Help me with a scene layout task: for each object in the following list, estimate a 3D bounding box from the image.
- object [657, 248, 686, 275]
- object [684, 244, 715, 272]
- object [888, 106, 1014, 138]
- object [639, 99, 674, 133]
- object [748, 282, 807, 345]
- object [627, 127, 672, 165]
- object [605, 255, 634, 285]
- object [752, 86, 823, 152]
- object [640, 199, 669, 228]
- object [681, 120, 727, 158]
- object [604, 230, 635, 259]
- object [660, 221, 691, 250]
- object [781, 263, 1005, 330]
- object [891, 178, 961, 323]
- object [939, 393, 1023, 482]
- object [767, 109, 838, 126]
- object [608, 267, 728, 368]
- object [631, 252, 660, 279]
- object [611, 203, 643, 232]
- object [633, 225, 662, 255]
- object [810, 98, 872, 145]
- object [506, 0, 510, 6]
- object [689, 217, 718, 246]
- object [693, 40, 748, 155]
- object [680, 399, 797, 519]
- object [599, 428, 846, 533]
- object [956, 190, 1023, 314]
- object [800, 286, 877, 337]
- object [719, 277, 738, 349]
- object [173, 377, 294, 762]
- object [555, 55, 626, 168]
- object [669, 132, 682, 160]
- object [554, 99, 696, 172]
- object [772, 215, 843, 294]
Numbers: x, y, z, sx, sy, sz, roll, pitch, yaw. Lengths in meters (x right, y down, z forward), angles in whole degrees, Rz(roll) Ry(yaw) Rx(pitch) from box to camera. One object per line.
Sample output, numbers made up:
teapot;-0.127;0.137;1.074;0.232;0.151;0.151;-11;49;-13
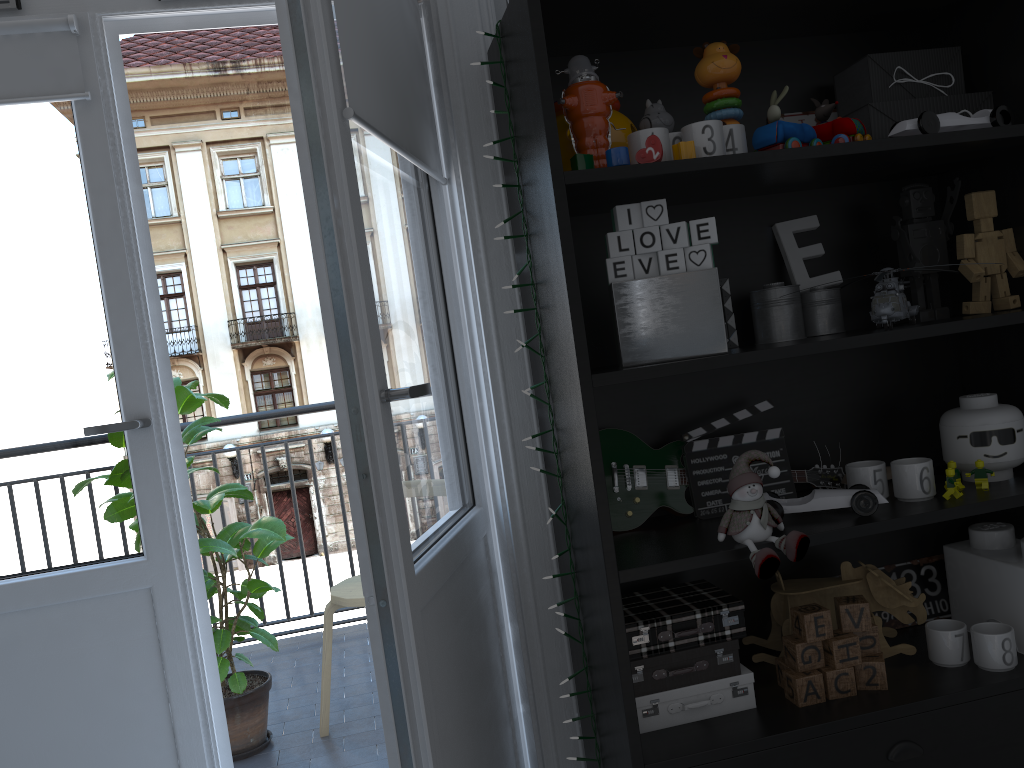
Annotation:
object;0.255;-0.195;1.426;0.040;0.040;0.040;-8;2;5
object;0.301;-0.201;1.422;0.040;0.040;0.040;-7;2;20
object;0.746;-0.441;1.516;0.230;0.048;0.098;-9;2;-20
object;0.265;-0.433;1.599;0.063;0.160;0.063;-9;3;-32
object;0.499;-0.135;1.670;0.095;0.110;0.095;-8;2;-6
object;0.225;-0.375;1.443;0.067;0.067;0.067;-8;2;-9
object;0.173;-0.183;1.433;0.040;0.040;0.040;-8;2;5
object;0.466;-0.441;1.512;0.121;0.126;0.087;-9;3;-33
object;0.226;-0.272;1.424;0.040;0.040;0.040;-8;2;0
object;0.313;-0.388;1.444;0.067;0.067;0.067;-8;2;-9
object;0.173;-0.224;1.430;0.040;0.040;0.040;-8;2;0
object;0.263;-0.236;1.423;0.040;0.040;0.040;-7;2;20
object;0.668;-0.153;1.583;0.367;0.106;0.349;-8;2;-9
object;0.779;-0.248;1.654;0.117;0.259;0.081;-8;2;-10
object;0.868;0.100;1.634;0.139;0.162;0.139;-10;3;-35
object;0.679;-0.485;1.752;0.347;0.132;0.037;-8;2;-10
object;0.254;-0.107;1.467;0.170;0.138;0.124;-8;2;5
object;0.212;-0.189;1.437;0.040;0.040;0.040;-8;2;-5
object;0.185;-0.266;1.427;0.040;0.040;0.040;-8;2;-5
object;0.218;-0.230;1.427;0.040;0.040;0.040;-8;2;10
object;0.565;-0.457;1.573;0.087;0.112;0.122;-10;3;-40
object;0.128;-0.765;1.556;0.272;0.259;0.394;-7;2;18
object;0.307;-0.242;1.420;0.040;0.040;0.040;-7;2;15
object;0.353;-0.469;1.490;0.077;0.213;0.077;-7;3;23
object;0.420;0.139;1.659;0.200;0.199;0.048;-8;2;-10
object;0.380;0.175;1.679;0.542;0.239;0.093;-8;2;-10
object;0.867;-0.239;1.608;0.114;0.221;0.052;-8;2;-11
object;0.611;-0.140;1.606;0.078;0.091;0.246;-9;2;-16
object;0.385;-0.131;1.684;0.070;0.135;0.028;-8;2;-11
object;-0.992;0.528;2.739;0.720;1.225;0.489;-8;2;0
object;0.130;-0.430;1.425;0.105;0.203;0.072;-8;2;-3
object;0.269;-0.383;1.496;0.067;0.067;0.067;-10;3;-36
object;0.151;-0.431;1.501;0.197;0.197;0.318;-9;2;-14
object;0.575;-0.252;1.726;0.107;0.151;0.055;-8;2;-10
